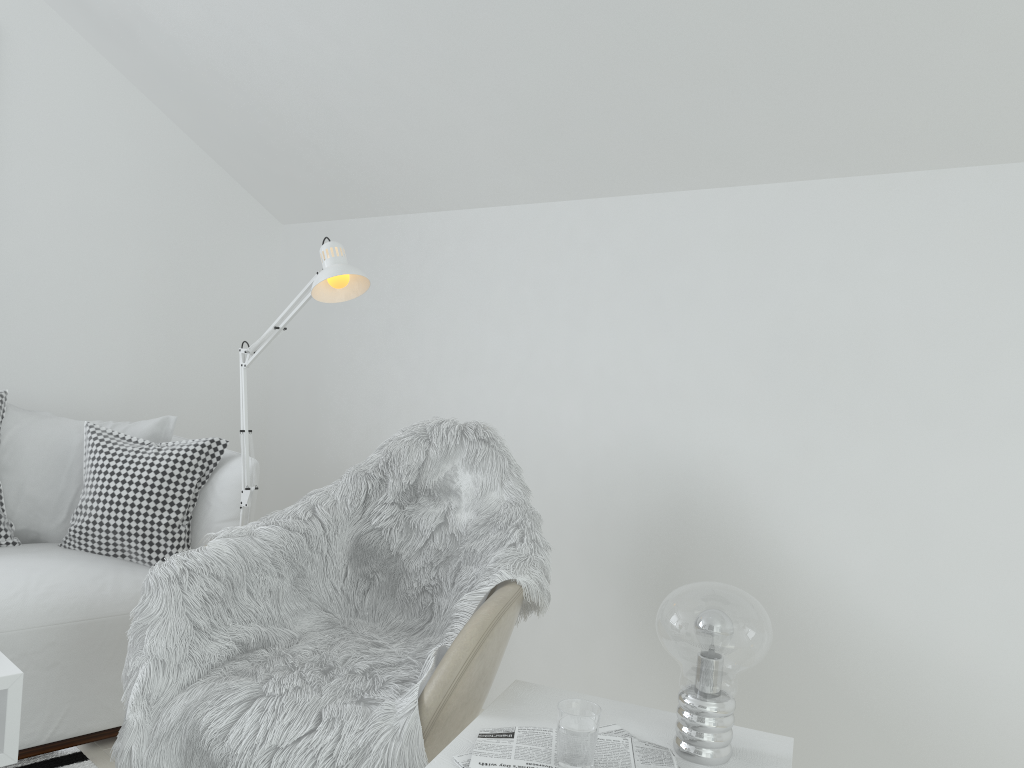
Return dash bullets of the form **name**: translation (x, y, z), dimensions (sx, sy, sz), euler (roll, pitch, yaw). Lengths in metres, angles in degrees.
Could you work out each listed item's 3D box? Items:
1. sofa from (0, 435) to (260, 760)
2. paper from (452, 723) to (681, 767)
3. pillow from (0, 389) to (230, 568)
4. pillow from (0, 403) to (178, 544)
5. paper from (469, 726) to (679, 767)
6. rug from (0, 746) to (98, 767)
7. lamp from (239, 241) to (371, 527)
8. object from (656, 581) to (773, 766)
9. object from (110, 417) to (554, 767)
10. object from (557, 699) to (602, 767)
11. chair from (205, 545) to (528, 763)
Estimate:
- **sofa**: translation (-1.972, 0.527, 2.059), dimensions (0.917, 0.768, 2.647), euler (6, 2, 44)
- **paper**: translation (0.095, 0.579, 1.336), dimensions (0.312, 0.015, 0.205), euler (4, 2, -31)
- **pillow**: translation (-1.978, 0.262, 2.079), dimensions (2.488, 0.513, 0.676), euler (3, 2, -44)
- **pillow**: translation (-1.416, 0.299, 2.839), dimensions (0.623, 0.498, 0.333), euler (4, 2, -12)
- **paper**: translation (0.095, 0.576, 1.336), dimensions (0.312, 0.024, 0.205), euler (5, 2, 4)
- **rug**: translation (-0.843, 1.045, 0.766), dimensions (4.362, 0.004, 1.846), euler (6, 2, 44)
- **lamp**: translation (-0.600, 0.334, 2.217), dimensions (0.196, 1.373, 0.527), euler (3, 2, -41)
- **object**: translation (0.321, 0.462, 1.440), dimensions (0.185, 0.279, 0.185), euler (6, 2, 38)
- **object**: translation (-0.307, 0.477, 1.940), dimensions (0.784, 0.789, 0.954), euler (6, 2, 25)
- **object**: translation (0.098, 0.529, 1.333), dimensions (0.067, 0.087, 0.067), euler (6, 2, 42)
- **chair**: translation (-0.311, 0.583, 1.948), dimensions (0.719, 0.941, 0.776), euler (5, 2, 19)
